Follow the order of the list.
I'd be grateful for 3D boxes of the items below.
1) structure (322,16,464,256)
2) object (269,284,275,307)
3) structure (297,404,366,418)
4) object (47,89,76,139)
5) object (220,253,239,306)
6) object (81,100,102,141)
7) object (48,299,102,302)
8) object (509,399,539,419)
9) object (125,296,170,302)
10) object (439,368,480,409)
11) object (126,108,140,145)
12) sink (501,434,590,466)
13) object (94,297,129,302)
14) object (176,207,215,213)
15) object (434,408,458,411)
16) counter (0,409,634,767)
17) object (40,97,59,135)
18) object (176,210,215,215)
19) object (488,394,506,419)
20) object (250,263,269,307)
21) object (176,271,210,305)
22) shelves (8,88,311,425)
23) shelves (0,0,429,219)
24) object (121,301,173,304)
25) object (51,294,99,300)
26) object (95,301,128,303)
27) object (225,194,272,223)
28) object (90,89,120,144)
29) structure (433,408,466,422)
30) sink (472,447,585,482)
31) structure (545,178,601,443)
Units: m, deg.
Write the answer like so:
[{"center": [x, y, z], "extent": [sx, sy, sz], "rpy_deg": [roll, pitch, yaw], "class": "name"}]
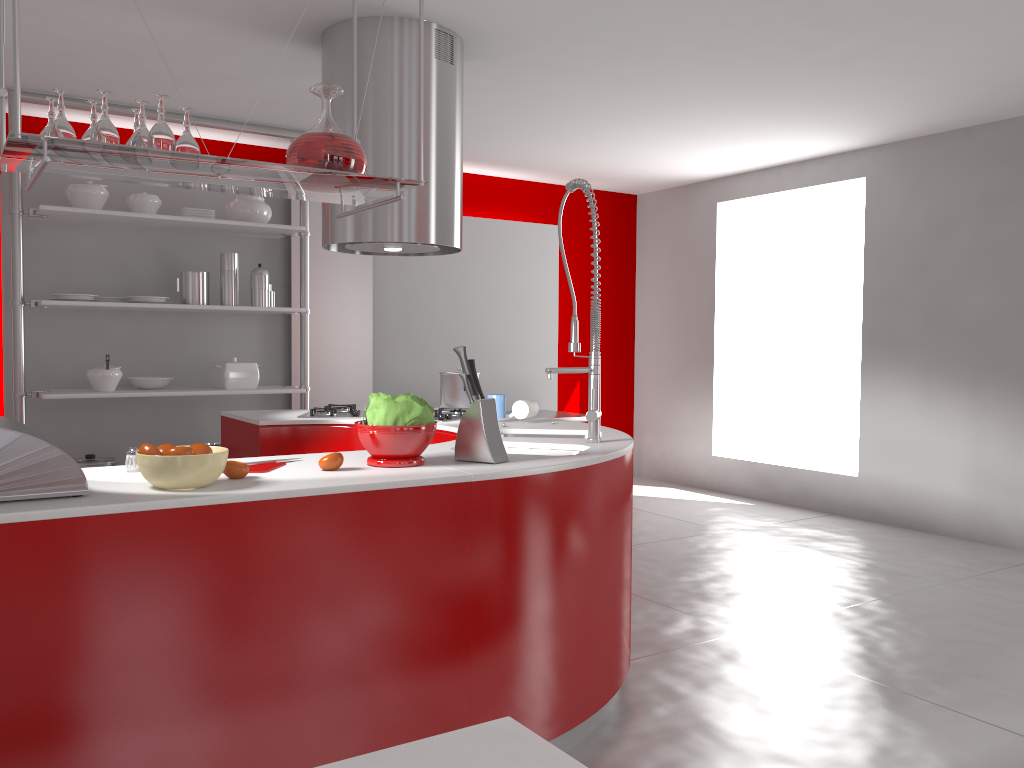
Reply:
[{"center": [-0.549, -1.097, 4.099], "extent": [0.644, 0.958, 0.644], "rpy_deg": [2, 3, 23], "class": "structure"}, {"center": [-1.599, -0.566, 5.746], "extent": [0.127, 0.157, 0.127], "rpy_deg": [-1, 3, -23], "class": "object"}, {"center": [-0.821, 0.123, 4.183], "extent": [0.303, 0.037, 0.457], "rpy_deg": [0, 3, -3], "class": "structure"}, {"center": [-1.003, -0.581, 1.975], "extent": [0.060, 0.141, 0.060], "rpy_deg": [-1, 3, -33], "class": "object"}, {"center": [-1.746, -0.641, 5.480], "extent": [0.109, 0.329, 0.110], "rpy_deg": [-1, 3, -35], "class": "object"}, {"center": [-0.971, -0.584, 2.061], "extent": [0.060, 0.141, 0.060], "rpy_deg": [-1, 3, -33], "class": "object"}, {"center": [-2.465, -0.468, 5.007], "extent": [0.280, 0.015, 0.280], "rpy_deg": [1, 3, 4], "class": "object"}, {"center": [0.044, 0.107, 3.772], "extent": [0.109, 0.080, 0.100], "rpy_deg": [2, 3, 27], "class": "object"}, {"center": [-2.138, -0.488, 5.203], "extent": [0.244, 0.042, 0.244], "rpy_deg": [3, 3, 41], "class": "object"}, {"center": [-0.245, 0.020, 4.137], "extent": [0.218, 0.185, 0.189], "rpy_deg": [1, 3, 19], "class": "object"}, {"center": [-0.903, -0.587, 2.134], "extent": [0.060, 0.141, 0.060], "rpy_deg": [-1, 3, -33], "class": "object"}, {"center": [0.130, 0.293, 3.365], "extent": [0.428, 0.172, 0.326], "rpy_deg": [1, 3, 6], "class": "sink"}, {"center": [-2.409, -0.495, 5.307], "extent": [0.244, 0.042, 0.244], "rpy_deg": [-2, 3, -41], "class": "object"}, {"center": [-1.942, -1.048, 5.438], "extent": [0.200, 0.030, 0.200], "rpy_deg": [-1, 3, -33], "class": "object"}, {"center": [-0.475, 0.187, 6.306], "extent": [0.228, 0.020, 0.228], "rpy_deg": [3, 3, 39], "class": "object"}, {"center": [-0.499, 0.634, 3.083], "extent": [1.868, 0.880, 2.865], "rpy_deg": [1, 3, 1], "class": "counter"}, {"center": [-1.059, -0.584, 2.041], "extent": [0.060, 0.141, 0.060], "rpy_deg": [-1, 3, -33], "class": "object"}, {"center": [-1.942, -1.032, 5.439], "extent": [0.200, 0.030, 0.200], "rpy_deg": [-1, 3, -33], "class": "object"}, {"center": [-0.078, 0.095, 3.815], "extent": [0.109, 0.100, 0.080], "rpy_deg": [2, 3, 30], "class": "object"}, {"center": [-1.573, -0.615, 5.536], "extent": [0.115, 0.274, 0.115], "rpy_deg": [-2, 3, -40], "class": "object"}, {"center": [-1.939, -0.579, 5.409], "extent": [0.184, 0.205, 0.172], "rpy_deg": [-1, 3, -28], "class": "object"}, {"center": [-2.063, -0.343, 5.407], "extent": [1.735, 2.599, 0.535], "rpy_deg": [-1, 3, -33], "class": "shelves"}, {"center": [-0.724, -0.978, 2.179], "extent": [0.934, 1.023, 0.462], "rpy_deg": [-1, 3, -33], "class": "shelves"}, {"center": [-2.138, -0.474, 5.203], "extent": [0.280, 0.015, 0.280], "rpy_deg": [0, 3, -4], "class": "object"}, {"center": [-2.465, -0.481, 5.006], "extent": [0.244, 0.042, 0.244], "rpy_deg": [3, 3, 41], "class": "object"}, {"center": [-2.410, -0.481, 5.308], "extent": [0.280, 0.015, 0.280], "rpy_deg": [1, 3, 4], "class": "object"}, {"center": [-1.678, -1.105, 5.647], "extent": [0.287, 0.222, 0.287], "rpy_deg": [1, 3, 11], "class": "object"}, {"center": [-0.908, -0.580, 1.978], "extent": [0.060, 0.141, 0.060], "rpy_deg": [2, 3, 34], "class": "object"}, {"center": [-0.301, 0.133, 4.059], "extent": [0.303, 0.037, 0.457], "rpy_deg": [2, 3, 32], "class": "structure"}, {"center": [0.030, 0.313, 2.889], "extent": [0.428, 0.172, 0.326], "rpy_deg": [1, 3, 18], "class": "sink"}, {"center": [0.225, -0.260, 3.064], "extent": [0.178, 0.920, 0.308], "rpy_deg": [1, 3, 10], "class": "structure"}]
